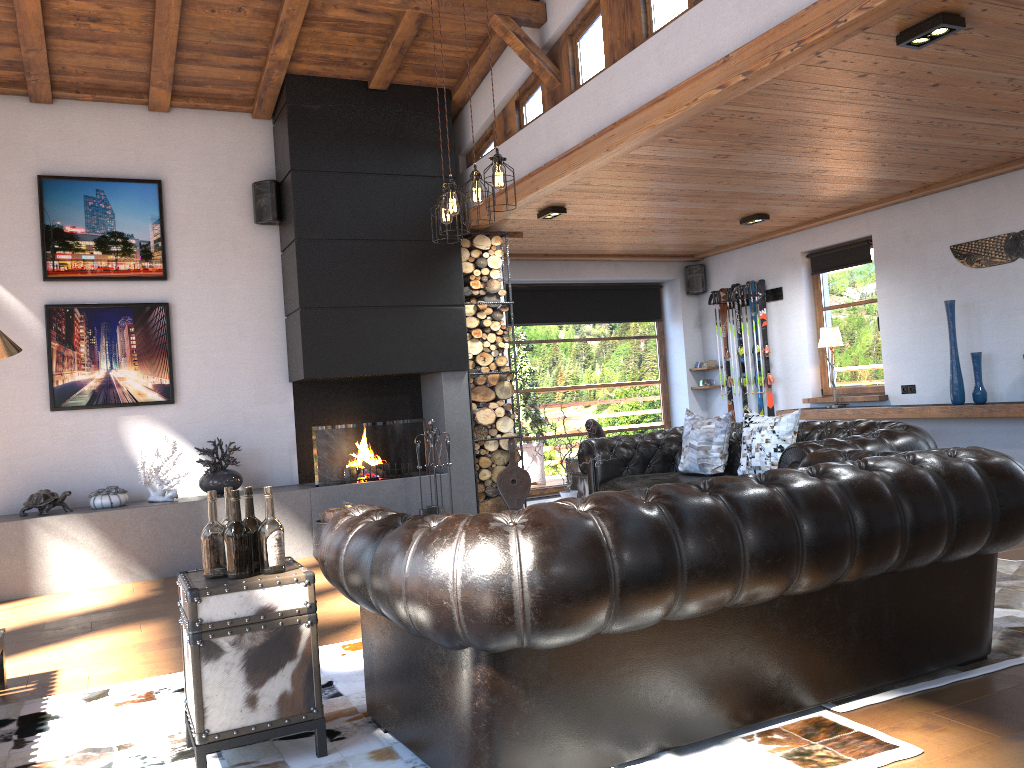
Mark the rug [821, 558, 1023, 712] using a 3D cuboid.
[{"bbox_3d":[1.400,1.089,5.266,2.455,0.053,4.004,-4,-1,-24],"label":"rug"}]

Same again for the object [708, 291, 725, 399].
[{"bbox_3d":[2.336,-0.446,10.126,0.122,1.250,0.058,-2,-2,-43],"label":"object"}]

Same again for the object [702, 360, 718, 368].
[{"bbox_3d":[2.356,-0.241,10.517,0.191,0.084,0.158,-4,-1,-27],"label":"object"}]

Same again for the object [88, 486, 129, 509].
[{"bbox_3d":[-3.025,0.846,6.638,0.283,0.161,0.256,-4,-1,-23],"label":"object"}]

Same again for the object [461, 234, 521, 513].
[{"bbox_3d":[-0.274,-0.020,8.017,0.498,2.613,0.462,-3,-2,-26],"label":"object"}]

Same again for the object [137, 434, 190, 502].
[{"bbox_3d":[-2.671,0.641,6.723,0.422,0.532,0.262,-5,-2,33],"label":"object"}]

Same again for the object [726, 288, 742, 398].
[{"bbox_3d":[2.485,-0.459,9.981,0.060,1.250,0.119,-2,-2,-43],"label":"object"}]

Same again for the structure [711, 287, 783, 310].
[{"bbox_3d":[2.559,-0.942,9.907,0.322,0.135,1.040,-4,-1,-25],"label":"structure"}]

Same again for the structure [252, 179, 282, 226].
[{"bbox_3d":[-2.056,-1.522,7.442,0.215,0.349,0.211,-3,-2,-25],"label":"structure"}]

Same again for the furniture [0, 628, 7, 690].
[{"bbox_3d":[-2.254,1.112,2.518,1.187,0.437,2.732,-4,-1,-25],"label":"furniture"}]

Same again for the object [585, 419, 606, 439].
[{"bbox_3d":[0.689,0.439,7.246,0.148,0.319,0.249,-5,-1,16],"label":"object"}]

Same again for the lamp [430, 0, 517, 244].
[{"bbox_3d":[-0.336,-1.992,5.225,0.264,2.202,0.793,-3,-2,-34],"label":"lamp"}]

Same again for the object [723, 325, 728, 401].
[{"bbox_3d":[2.460,-0.283,10.240,0.116,1.607,0.094,-3,-2,-25],"label":"object"}]

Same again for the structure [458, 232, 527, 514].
[{"bbox_3d":[-0.265,-0.027,8.012,0.507,2.618,0.507,-3,-2,-25],"label":"structure"}]

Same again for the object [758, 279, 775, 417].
[{"bbox_3d":[2.766,-0.331,9.547,0.116,1.607,0.094,-3,-2,-25],"label":"object"}]

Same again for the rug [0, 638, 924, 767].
[{"bbox_3d":[-0.982,1.219,2.902,3.845,0.053,2.408,-4,-1,-25],"label":"rug"}]

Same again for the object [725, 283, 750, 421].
[{"bbox_3d":[2.531,-0.324,9.944,0.257,1.622,0.103,-3,-2,-29],"label":"object"}]

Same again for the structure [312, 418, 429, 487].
[{"bbox_3d":[-1.144,0.577,7.407,0.992,0.514,0.181,-4,-2,-26],"label":"structure"}]

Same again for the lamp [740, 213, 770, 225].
[{"bbox_3d":[2.301,-1.568,8.409,0.157,0.068,0.258,-4,-1,-25],"label":"lamp"}]

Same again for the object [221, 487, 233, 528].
[{"bbox_3d":[-0.972,0.499,3.067,0.088,0.286,0.087,-4,-2,-15],"label":"object"}]

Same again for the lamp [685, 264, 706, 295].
[{"bbox_3d":[2.216,-1.255,10.686,0.215,0.349,0.211,-3,-2,-25],"label":"lamp"}]

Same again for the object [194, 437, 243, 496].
[{"bbox_3d":[-2.300,0.646,6.972,0.341,0.455,0.333,-4,-1,0],"label":"object"}]

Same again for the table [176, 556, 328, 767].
[{"bbox_3d":[-0.884,0.936,2.985,0.409,0.609,0.413,-3,-2,-25],"label":"table"}]

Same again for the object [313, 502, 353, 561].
[{"bbox_3d":[-1.333,1.132,6.771,0.384,0.431,0.384,-4,-1,1],"label":"object"}]

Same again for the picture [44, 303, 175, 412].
[{"bbox_3d":[-3.133,-0.223,6.929,0.888,0.816,0.035,-3,-2,-26],"label":"picture"}]

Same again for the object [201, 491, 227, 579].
[{"bbox_3d":[-0.990,0.498,2.951,0.088,0.286,0.087,-4,-2,-13],"label":"object"}]

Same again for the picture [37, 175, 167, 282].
[{"bbox_3d":[-3.204,-1.215,6.959,0.888,0.816,0.035,-3,-2,-26],"label":"picture"}]

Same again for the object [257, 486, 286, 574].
[{"bbox_3d":[-0.808,0.485,2.962,0.086,0.286,0.089,-6,-2,42],"label":"object"}]

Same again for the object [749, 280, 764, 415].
[{"bbox_3d":[2.720,-0.340,9.780,0.112,1.622,0.072,-3,-2,-26],"label":"object"}]

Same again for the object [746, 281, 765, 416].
[{"bbox_3d":[2.698,-0.337,9.852,0.112,1.622,0.072,-3,-2,-26],"label":"object"}]

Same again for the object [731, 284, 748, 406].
[{"bbox_3d":[2.578,-0.325,10.038,0.112,1.622,0.072,-3,-2,-26],"label":"object"}]

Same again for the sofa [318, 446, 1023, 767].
[{"bbox_3d":[0.710,0.709,3.197,2.591,0.838,1.227,-4,-1,-26],"label":"sofa"}]

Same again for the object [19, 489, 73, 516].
[{"bbox_3d":[-3.377,0.856,6.447,0.402,0.183,0.228,-4,-1,18],"label":"object"}]

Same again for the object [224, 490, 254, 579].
[{"bbox_3d":[-0.903,0.491,2.920,0.087,0.286,0.088,-4,-2,14],"label":"object"}]

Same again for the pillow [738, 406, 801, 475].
[{"bbox_3d":[1.679,0.374,5.816,0.286,0.469,0.523,-3,-1,-22],"label":"pillow"}]

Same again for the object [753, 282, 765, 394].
[{"bbox_3d":[2.698,-0.482,9.548,0.120,1.250,0.059,-5,-2,26],"label":"object"}]

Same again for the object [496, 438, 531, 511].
[{"bbox_3d":[0.013,0.870,7.747,0.271,0.795,0.260,-3,-2,-42],"label":"object"}]

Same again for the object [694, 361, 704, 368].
[{"bbox_3d":[2.282,-0.232,10.677,0.161,0.084,0.187,-4,-1,-26],"label":"object"}]

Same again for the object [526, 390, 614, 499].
[{"bbox_3d":[0.287,0.422,4.696,0.409,0.808,0.616,-4,-1,-14],"label":"object"}]

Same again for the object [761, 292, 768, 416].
[{"bbox_3d":[2.737,-0.313,9.639,0.116,1.607,0.094,-3,-2,-25],"label":"object"}]

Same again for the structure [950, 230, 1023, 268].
[{"bbox_3d":[3.990,-1.093,7.030,0.099,0.240,1.235,-3,-1,-25],"label":"structure"}]

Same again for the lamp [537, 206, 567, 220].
[{"bbox_3d":[0.334,-1.443,7.452,0.157,0.068,0.258,-4,-1,-25],"label":"lamp"}]

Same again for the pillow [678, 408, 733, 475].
[{"bbox_3d":[1.398,0.404,6.426,0.286,0.469,0.523,-3,-1,-22],"label":"pillow"}]

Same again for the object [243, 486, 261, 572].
[{"bbox_3d":[-0.888,0.492,3.018,0.086,0.286,0.088,-6,-2,42],"label":"object"}]

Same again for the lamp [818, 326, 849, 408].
[{"bbox_3d":[3.350,0.170,8.766,0.638,1.482,0.244,-3,-2,-22],"label":"lamp"}]

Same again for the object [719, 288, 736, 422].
[{"bbox_3d":[2.489,-0.301,10.148,0.116,1.607,0.094,-3,-2,-25],"label":"object"}]

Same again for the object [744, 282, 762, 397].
[{"bbox_3d":[2.592,-0.474,9.558,0.119,1.250,0.059,-5,-2,32],"label":"object"}]

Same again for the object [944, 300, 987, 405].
[{"bbox_3d":[3.714,-0.264,7.268,0.272,0.863,0.112,-5,-2,20],"label":"object"}]

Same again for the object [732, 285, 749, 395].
[{"bbox_3d":[2.517,-0.465,9.754,0.120,1.250,0.059,-5,-2,21],"label":"object"}]

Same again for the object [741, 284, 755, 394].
[{"bbox_3d":[2.582,-0.470,9.770,0.060,1.250,0.119,-2,-2,-43],"label":"object"}]

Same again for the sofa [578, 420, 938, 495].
[{"bbox_3d":[1.575,0.695,5.962,1.252,0.838,2.540,-4,-1,-26],"label":"sofa"}]

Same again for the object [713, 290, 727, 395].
[{"bbox_3d":[2.387,-0.448,10.191,0.060,1.250,0.119,-2,-2,-43],"label":"object"}]

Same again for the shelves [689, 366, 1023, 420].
[{"bbox_3d":[3.641,0.154,7.746,0.618,0.989,6.577,-3,-1,-24],"label":"shelves"}]

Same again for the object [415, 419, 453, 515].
[{"bbox_3d":[-0.624,0.790,7.232,0.305,1.018,0.310,-5,-2,20],"label":"object"}]

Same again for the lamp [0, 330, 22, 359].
[{"bbox_3d":[-3.521,0.524,5.435,0.528,1.899,1.319,-4,-1,-4],"label":"lamp"}]

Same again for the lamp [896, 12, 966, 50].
[{"bbox_3d":[1.906,-1.615,4.042,0.157,0.068,0.258,-4,-1,-25],"label":"lamp"}]

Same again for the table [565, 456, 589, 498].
[{"bbox_3d":[0.721,0.894,7.259,0.409,0.609,0.413,-3,-2,-25],"label":"table"}]

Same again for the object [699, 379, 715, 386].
[{"bbox_3d":[2.330,-0.018,10.597,0.187,0.084,0.353,-4,-1,11],"label":"object"}]
